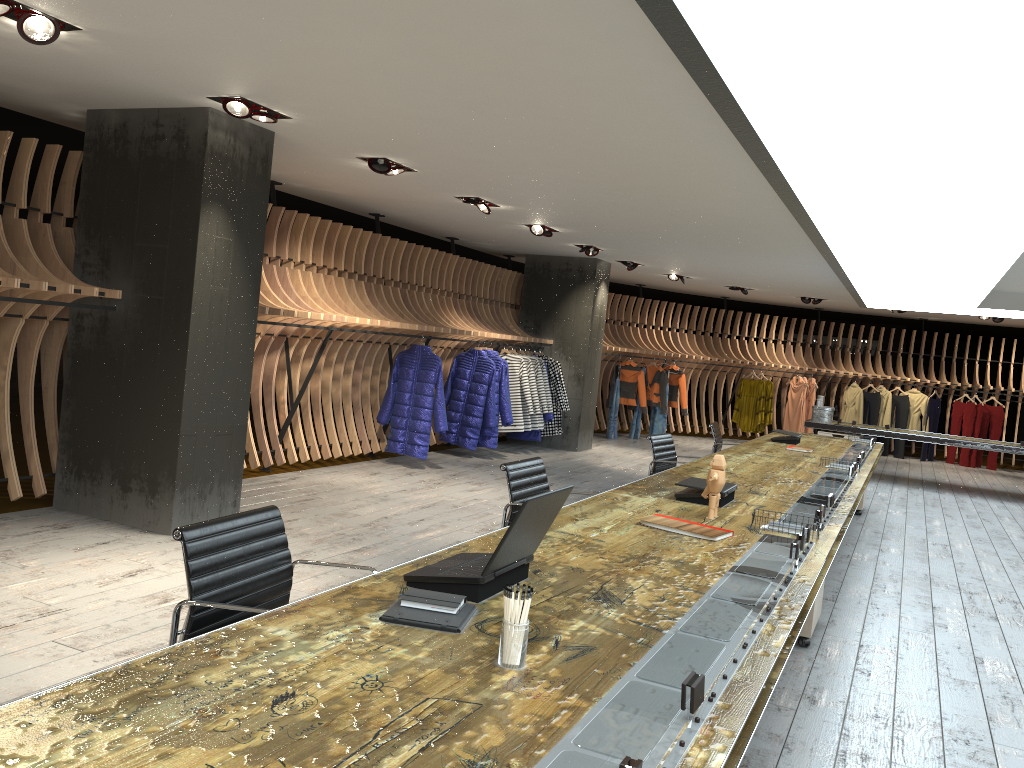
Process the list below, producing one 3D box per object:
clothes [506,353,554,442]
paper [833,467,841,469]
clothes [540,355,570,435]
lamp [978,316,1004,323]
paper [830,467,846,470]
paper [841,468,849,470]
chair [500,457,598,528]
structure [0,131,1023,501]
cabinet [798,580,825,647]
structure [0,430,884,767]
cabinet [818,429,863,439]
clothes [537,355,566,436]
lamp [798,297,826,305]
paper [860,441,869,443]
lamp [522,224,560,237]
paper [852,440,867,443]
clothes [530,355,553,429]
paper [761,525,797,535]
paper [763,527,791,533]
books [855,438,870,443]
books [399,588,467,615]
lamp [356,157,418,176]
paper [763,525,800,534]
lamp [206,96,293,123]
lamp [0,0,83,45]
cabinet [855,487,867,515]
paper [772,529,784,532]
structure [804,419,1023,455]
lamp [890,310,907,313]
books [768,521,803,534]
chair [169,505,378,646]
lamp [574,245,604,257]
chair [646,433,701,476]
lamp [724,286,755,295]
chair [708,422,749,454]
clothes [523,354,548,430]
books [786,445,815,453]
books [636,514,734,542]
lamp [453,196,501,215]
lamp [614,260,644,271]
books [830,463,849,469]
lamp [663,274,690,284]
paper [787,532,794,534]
[{"bbox_3d":[0.212,0.180,12.486,0.885,1.238,0.245,7,2,21],"label":"clothes"},{"bbox_3d":[2.580,0.659,6.987,0.176,0.004,0.130,7,3,28],"label":"paper"},{"bbox_3d":[0.480,0.180,12.745,0.800,1.185,0.191,7,2,25],"label":"clothes"},{"bbox_3d":[8.451,-1.227,15.616,0.493,0.296,0.269,7,2,18],"label":"lamp"},{"bbox_3d":[2.566,0.660,6.989,0.176,0.003,0.130,7,3,23],"label":"paper"},{"bbox_3d":[2.580,0.658,6.987,0.176,0.004,0.130,7,3,29],"label":"paper"},{"bbox_3d":[0.257,0.863,4.632,0.668,0.859,0.693,6,2,15],"label":"chair"},{"bbox_3d":[2.119,0.384,0.703,14.893,2.438,36.549,7,3,24],"label":"structure"},{"bbox_3d":[1.240,1.049,5.254,1.132,0.630,0.593,7,3,24],"label":"cabinet"},{"bbox_3d":[1.547,0.953,5.659,1.163,0.844,10.450,7,3,24],"label":"structure"},{"bbox_3d":[4.922,1.031,13.365,0.594,0.630,1.131,7,3,24],"label":"cabinet"},{"bbox_3d":[0.410,0.182,12.570,0.807,1.186,0.191,7,2,25],"label":"clothes"},{"bbox_3d":[5.324,-1.553,15.725,0.492,0.297,0.269,5,2,-16],"label":"lamp"},{"bbox_3d":[3.970,0.651,10.067,0.176,0.004,0.130,8,3,31],"label":"paper"},{"bbox_3d":[0.335,-1.790,9.944,0.269,0.285,0.492,7,3,24],"label":"lamp"},{"bbox_3d":[3.956,0.653,10.068,0.176,0.003,0.130,7,3,23],"label":"paper"},{"bbox_3d":[0.251,0.126,12.243,0.753,1.061,0.128,7,2,23],"label":"clothes"},{"bbox_3d":[1.233,0.667,4.059,0.176,0.003,0.130,7,3,23],"label":"paper"},{"bbox_3d":[1.247,0.665,4.057,0.176,0.004,0.130,7,3,29],"label":"paper"},{"bbox_3d":[3.976,0.639,10.061,0.155,0.025,0.110,7,3,19],"label":"books"},{"bbox_3d":[-0.222,0.575,2.365,0.186,0.027,0.112,6,3,9],"label":"books"},{"bbox_3d":[-0.984,-1.780,7.040,0.269,0.292,0.492,7,3,24],"label":"lamp"},{"bbox_3d":[1.248,0.664,4.057,0.176,0.004,0.130,8,3,30],"label":"paper"},{"bbox_3d":[-1.643,-1.775,5.588,0.269,0.295,0.492,7,3,24],"label":"lamp"},{"bbox_3d":[-2.302,-1.776,4.135,0.269,0.288,0.492,7,3,24],"label":"lamp"},{"bbox_3d":[3.390,1.038,9.996,1.132,0.630,0.593,7,3,24],"label":"cabinet"},{"bbox_3d":[1.247,0.666,4.057,0.176,0.004,0.130,7,3,28],"label":"paper"},{"bbox_3d":[3.120,1.161,4.706,4.839,0.844,18.473,7,3,24],"label":"structure"},{"bbox_3d":[6.898,-1.406,15.885,0.493,0.284,0.269,6,2,5],"label":"lamp"},{"bbox_3d":[1.253,0.653,4.051,0.155,0.025,0.110,7,3,19],"label":"books"},{"bbox_3d":[-0.660,0.865,2.669,0.668,0.859,0.693,6,2,10],"label":"chair"},{"bbox_3d":[0.994,-1.790,11.396,0.269,0.292,0.492,7,3,24],"label":"lamp"},{"bbox_3d":[1.380,0.861,7.027,0.668,0.859,0.693,7,2,20],"label":"chair"},{"bbox_3d":[3.872,-1.674,15.093,0.492,0.293,0.269,4,3,-33],"label":"lamp"},{"bbox_3d":[2.285,0.856,9.044,0.668,0.859,0.693,6,2,10],"label":"chair"},{"bbox_3d":[0.177,0.126,12.081,0.753,1.061,0.128,7,2,23],"label":"clothes"},{"bbox_3d":[2.681,0.601,8.232,0.213,0.026,0.366,7,3,25],"label":"books"},{"bbox_3d":[0.743,0.618,3.823,0.366,0.026,0.213,8,3,35],"label":"books"},{"bbox_3d":[-0.325,-1.783,8.492,0.269,0.294,0.492,7,3,24],"label":"lamp"},{"bbox_3d":[1.706,-1.786,12.820,0.269,0.292,0.492,7,3,31],"label":"lamp"},{"bbox_3d":[2.586,0.647,6.981,0.155,0.025,0.110,7,3,19],"label":"books"},{"bbox_3d":[2.636,-1.751,14.103,0.269,0.296,0.492,8,3,44],"label":"lamp"},{"bbox_3d":[1.247,0.667,4.057,0.177,0.004,0.130,8,3,33],"label":"paper"}]
